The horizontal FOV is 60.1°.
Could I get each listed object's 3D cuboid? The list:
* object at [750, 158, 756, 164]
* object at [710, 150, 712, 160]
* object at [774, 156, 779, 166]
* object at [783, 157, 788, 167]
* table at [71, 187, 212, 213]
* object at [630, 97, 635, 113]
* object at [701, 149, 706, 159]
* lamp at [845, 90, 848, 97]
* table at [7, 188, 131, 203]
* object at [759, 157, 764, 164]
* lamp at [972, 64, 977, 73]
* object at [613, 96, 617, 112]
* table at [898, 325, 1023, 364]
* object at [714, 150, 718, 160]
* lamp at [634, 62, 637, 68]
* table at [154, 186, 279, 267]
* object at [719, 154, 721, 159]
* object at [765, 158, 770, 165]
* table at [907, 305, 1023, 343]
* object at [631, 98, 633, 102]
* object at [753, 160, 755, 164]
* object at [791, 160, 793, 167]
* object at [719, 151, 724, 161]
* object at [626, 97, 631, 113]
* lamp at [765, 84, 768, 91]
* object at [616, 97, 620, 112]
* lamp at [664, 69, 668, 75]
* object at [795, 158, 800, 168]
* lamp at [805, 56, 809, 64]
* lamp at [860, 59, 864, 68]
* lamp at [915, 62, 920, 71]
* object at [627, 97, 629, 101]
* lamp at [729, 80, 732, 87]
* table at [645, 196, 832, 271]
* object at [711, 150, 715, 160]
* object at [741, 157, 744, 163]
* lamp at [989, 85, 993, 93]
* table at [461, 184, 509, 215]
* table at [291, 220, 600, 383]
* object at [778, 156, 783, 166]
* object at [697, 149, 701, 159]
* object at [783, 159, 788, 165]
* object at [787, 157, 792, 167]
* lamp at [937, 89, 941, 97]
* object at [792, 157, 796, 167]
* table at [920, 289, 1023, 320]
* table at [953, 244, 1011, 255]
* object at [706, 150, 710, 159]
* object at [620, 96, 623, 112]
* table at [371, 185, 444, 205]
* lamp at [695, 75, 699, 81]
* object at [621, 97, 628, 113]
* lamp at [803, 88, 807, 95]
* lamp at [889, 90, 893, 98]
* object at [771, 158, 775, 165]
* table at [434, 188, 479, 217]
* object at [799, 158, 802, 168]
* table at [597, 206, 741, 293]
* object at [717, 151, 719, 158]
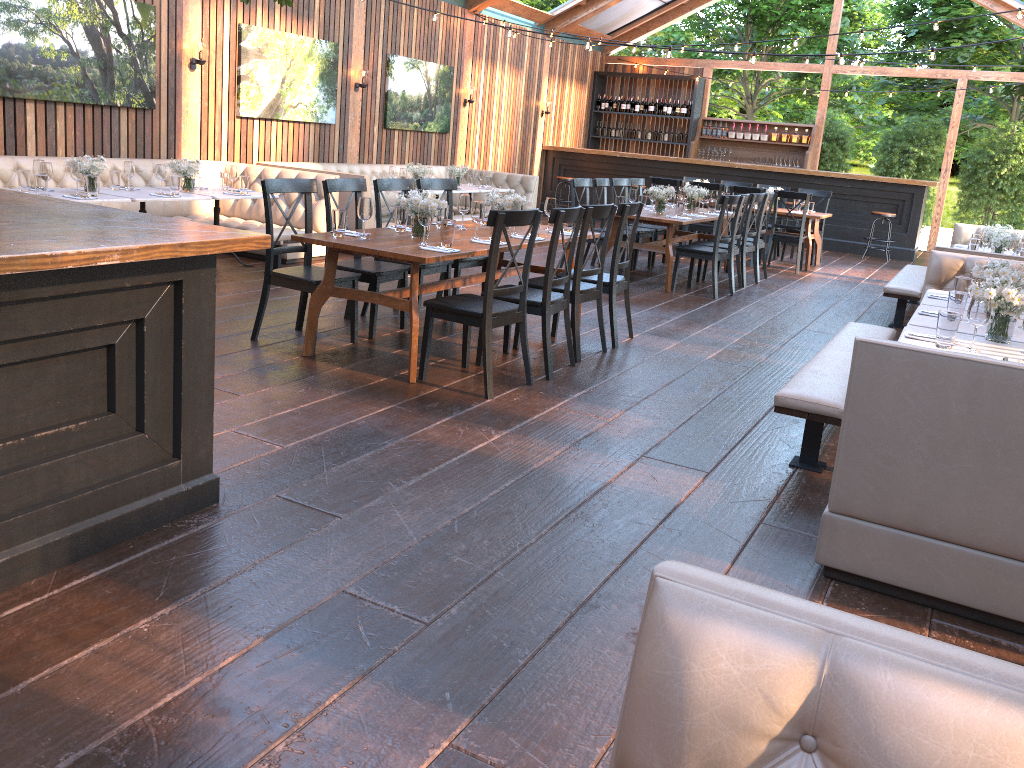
[{"bbox_3d":[4.658,-4.318,17.128,0.125,0.095,0.125,16,18,37],"label":"object"},{"bbox_3d":[3.931,-4.505,17.398,0.070,0.183,0.070,13,15,31],"label":"object"},{"bbox_3d":[5.002,-4.219,16.732,0.073,0.178,0.074,5,13,1],"label":"object"},{"bbox_3d":[5.145,-4.186,16.658,0.073,0.178,0.074,5,13,1],"label":"object"},{"bbox_3d":[-3.120,-1.280,7.476,0.803,0.663,0.806,12,16,26],"label":"table"},{"bbox_3d":[2.442,-5.645,17.896,0.081,0.319,0.082,6,12,5],"label":"object"},{"bbox_3d":[3.756,-4.515,17.378,0.070,0.183,0.070,13,15,31],"label":"object"},{"bbox_3d":[5.691,-4.947,15.049,0.056,0.119,0.057,4,13,-4],"label":"lamp"},{"bbox_3d":[-3.506,-1.115,6.767,0.803,0.663,0.806,12,16,25],"label":"table"},{"bbox_3d":[4.790,-4.300,17.044,0.097,0.132,0.098,8,14,13],"label":"object"},{"bbox_3d":[6.536,-4.455,12.488,0.056,0.119,0.057,10,14,20],"label":"lamp"},{"bbox_3d":[2.118,-5.727,18.108,0.078,0.308,0.079,10,13,22],"label":"object"},{"bbox_3d":[2.078,0.190,3.906,0.803,0.663,0.806,12,16,25],"label":"table"},{"bbox_3d":[3.984,-4.459,17.253,0.070,0.183,0.070,13,15,31],"label":"object"},{"bbox_3d":[2.525,-6.503,18.038,0.056,0.116,0.067,8,13,13],"label":"lamp"},{"bbox_3d":[-2.733,-1.445,8.185,0.803,0.663,0.806,12,16,26],"label":"table"},{"bbox_3d":[4.083,-4.466,17.311,0.070,0.183,0.070,13,15,31],"label":"object"},{"bbox_3d":[4.895,-4.274,16.983,0.097,0.132,0.098,8,14,13],"label":"object"},{"bbox_3d":[2.464,0.025,4.615,0.803,0.663,0.806,12,16,26],"label":"table"},{"bbox_3d":[2.430,-5.684,18.070,0.076,0.298,0.076,-7,18,-45],"label":"object"},{"bbox_3d":[4.709,-4.354,17.272,0.125,0.095,0.125,16,18,37],"label":"object"},{"bbox_3d":[5.304,-4.186,16.803,0.097,0.132,0.098,8,14,13],"label":"object"},{"bbox_3d":[4.075,-4.442,17.222,0.070,0.183,0.070,13,15,31],"label":"object"},{"bbox_3d":[2.375,-5.661,17.963,0.078,0.303,0.077,17,17,42],"label":"object"},{"bbox_3d":[4.634,-5.381,16.080,0.056,0.119,0.057,-2,15,-29],"label":"lamp"},{"bbox_3d":[2.170,-5.698,18.035,0.076,0.298,0.076,-7,18,-45],"label":"object"},{"bbox_3d":[3.051,-6.197,17.569,0.058,0.118,0.057,1,14,-18],"label":"lamp"},{"bbox_3d":[5.342,-4.136,16.544,0.073,0.178,0.074,5,13,1],"label":"object"},{"bbox_3d":[4.298,-4.714,12.872,0.056,0.119,0.057,-4,16,-36],"label":"lamp"},{"bbox_3d":[5.041,-4.613,12.743,0.056,0.119,0.057,-7,18,-43],"label":"lamp"},{"bbox_3d":[5.784,-4.524,12.614,0.057,0.119,0.056,17,17,42],"label":"lamp"},{"bbox_3d":[2.365,-5.722,18.144,0.081,0.319,0.082,6,12,5],"label":"object"},{"bbox_3d":[4.094,-5.631,16.572,0.057,0.117,0.061,12,14,26],"label":"lamp"},{"bbox_3d":[3.123,-2.161,12.482,2.444,0.720,0.959,13,16,26],"label":"table"},{"bbox_3d":[3.928,-4.481,17.313,0.070,0.183,0.070,13,15,31],"label":"object"},{"bbox_3d":[4.508,-4.391,17.342,0.125,0.095,0.125,16,18,37],"label":"object"},{"bbox_3d":[7.281,-4.480,13.443,0.065,0.117,0.057,13,15,29],"label":"lamp"},{"bbox_3d":[-0.592,-2.360,12.112,0.803,0.663,0.806,12,16,26],"label":"table"},{"bbox_3d":[-0.333,-0.670,6.091,0.955,0.719,2.454,12,17,26],"label":"table"},{"bbox_3d":[5.068,-4.201,16.687,0.073,0.178,0.074,5,13,1],"label":"object"},{"bbox_3d":[3.684,-4.534,17.422,0.070,0.183,0.070,13,15,31],"label":"object"},{"bbox_3d":[5.195,-4.205,16.836,0.097,0.132,0.098,8,14,13],"label":"object"},{"bbox_3d":[5.216,-4.169,16.622,0.073,0.178,0.074,5,13,1],"label":"object"},{"bbox_3d":[6.758,-4.605,14.002,0.056,0.119,0.057,4,13,-7],"label":"lamp"},{"bbox_3d":[5.293,-4.156,16.600,0.073,0.178,0.074,5,13,1],"label":"object"},{"bbox_3d":[2.851,-0.140,5.324,0.803,0.663,0.806,12,16,26],"label":"table"},{"bbox_3d":[4.992,-1.054,9.251,0.803,0.663,0.806,12,16,26],"label":"table"},{"bbox_3d":[3.842,-4.495,17.335,0.070,0.183,0.070,13,15,31],"label":"object"},{"bbox_3d":[2.237,-5.742,18.159,0.087,0.330,0.088,7,13,7],"label":"object"},{"bbox_3d":[-1.365,-2.030,10.694,0.803,0.663,0.806,12,16,25],"label":"table"},{"bbox_3d":[3.570,-5.904,17.070,0.057,0.117,0.062,13,15,32],"label":"lamp"},{"bbox_3d":[2.293,-5.694,18.043,0.136,0.311,0.138,3,13,-11],"label":"object"},{"bbox_3d":[5.152,-5.149,15.554,0.059,0.118,0.057,5,13,0],"label":"lamp"},{"bbox_3d":[6.217,-4.763,14.522,0.056,0.119,0.057,3,13,-10],"label":"lamp"},{"bbox_3d":[5.001,-4.254,16.949,0.097,0.132,0.098,8,14,13],"label":"object"},{"bbox_3d":[-0.979,-2.195,11.403,0.803,0.663,0.806,12,16,26],"label":"table"},{"bbox_3d":[5.387,-4.151,16.613,0.073,0.178,0.074,5,13,1],"label":"object"},{"bbox_3d":[1.804,-1.583,10.011,0.955,0.719,2.454,12,17,26],"label":"table"},{"bbox_3d":[4.013,-4.485,17.353,0.070,0.183,0.070,13,15,31],"label":"object"}]
